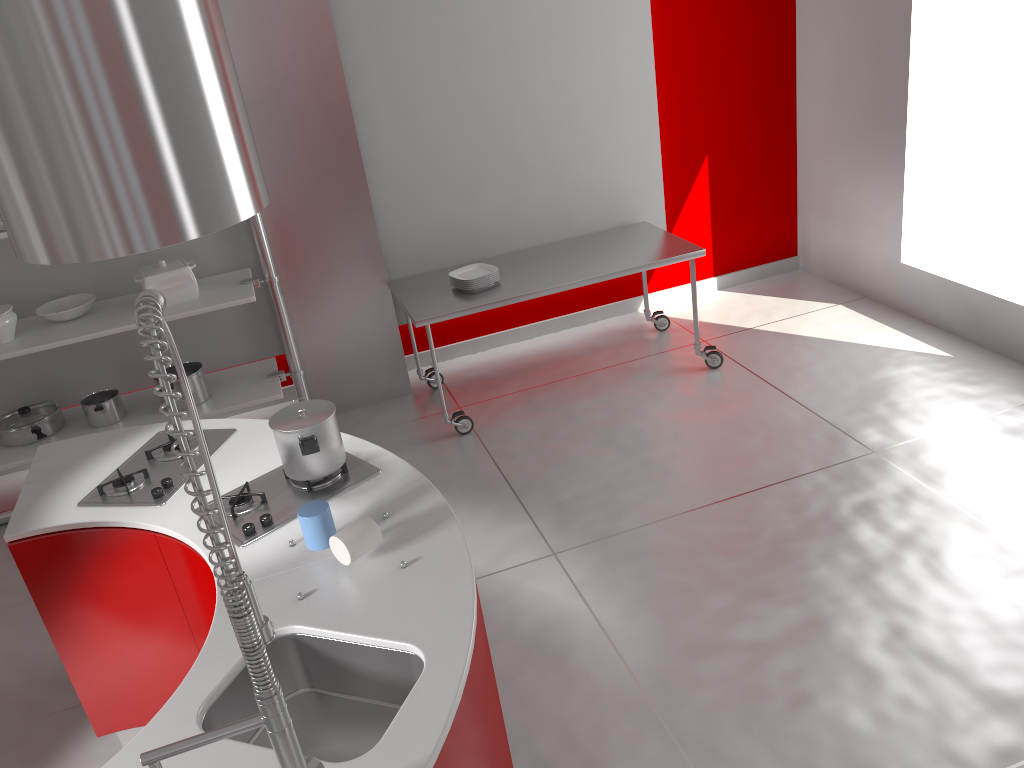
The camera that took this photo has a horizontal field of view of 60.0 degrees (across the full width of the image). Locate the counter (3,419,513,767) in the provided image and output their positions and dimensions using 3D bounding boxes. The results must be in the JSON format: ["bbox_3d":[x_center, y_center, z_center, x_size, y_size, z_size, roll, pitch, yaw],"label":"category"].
[{"bbox_3d":[-1.015,1.146,1.909,1.868,0.880,2.865,0,26,18],"label":"counter"}]

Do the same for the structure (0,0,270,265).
[{"bbox_3d":[-1.034,-0.847,2.154,0.644,0.958,0.644,12,32,38],"label":"structure"}]

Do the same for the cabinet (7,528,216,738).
[{"bbox_3d":[-1.286,1.171,1.873,1.025,0.761,1.875,5,29,28],"label":"cabinet"}]

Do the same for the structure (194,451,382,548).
[{"bbox_3d":[-0.637,0.289,2.512,0.457,0.037,0.303,-28,31,-35],"label":"structure"}]

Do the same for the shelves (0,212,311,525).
[{"bbox_3d":[-2.026,-0.656,4.037,1.735,2.599,0.535,-15,26,-13],"label":"shelves"}]

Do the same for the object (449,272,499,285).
[{"bbox_3d":[-0.194,-0.550,4.559,0.228,0.020,0.228,-24,29,-29],"label":"object"}]

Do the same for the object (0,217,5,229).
[{"bbox_3d":[-2.171,-0.703,3.826,0.244,0.042,0.244,-23,28,-27],"label":"object"}]

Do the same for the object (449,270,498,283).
[{"bbox_3d":[-0.196,-0.559,4.555,0.228,0.020,0.228,-24,29,-29],"label":"object"}]

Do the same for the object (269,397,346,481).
[{"bbox_3d":[-0.578,0.153,2.520,0.218,0.185,0.189,9,31,34],"label":"object"}]

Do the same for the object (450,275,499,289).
[{"bbox_3d":[-0.192,-0.532,4.568,0.228,0.020,0.228,-24,29,-29],"label":"object"}]

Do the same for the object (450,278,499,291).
[{"bbox_3d":[-0.190,-0.523,4.572,0.228,0.020,0.228,-24,29,-29],"label":"object"}]

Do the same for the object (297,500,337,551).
[{"bbox_3d":[-0.494,0.348,2.217,0.080,0.100,0.109,-29,32,-37],"label":"object"}]

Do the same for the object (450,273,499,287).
[{"bbox_3d":[-0.193,-0.541,4.563,0.228,0.020,0.228,-24,29,-29],"label":"object"}]

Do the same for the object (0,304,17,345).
[{"bbox_3d":[-2.344,-0.289,4.006,0.192,0.214,0.192,-21,28,-25],"label":"object"}]

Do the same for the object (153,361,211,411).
[{"bbox_3d":[-1.637,0.008,4.407,0.240,0.161,0.259,-23,29,-28],"label":"object"}]

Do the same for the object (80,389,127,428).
[{"bbox_3d":[-1.999,0.118,4.342,0.196,0.122,0.182,7,29,30],"label":"object"}]

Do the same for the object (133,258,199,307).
[{"bbox_3d":[-1.642,-0.495,4.228,0.282,0.197,0.235,-20,27,-22],"label":"object"}]

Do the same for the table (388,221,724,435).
[{"bbox_3d":[0.237,-0.329,4.848,1.627,0.682,0.749,-15,26,-12],"label":"table"}]

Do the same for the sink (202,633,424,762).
[{"bbox_3d":[-0.387,0.707,1.837,0.428,0.172,0.326,2,27,22],"label":"sink"}]

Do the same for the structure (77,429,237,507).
[{"bbox_3d":[-1.101,0.241,2.772,0.303,0.037,0.457,-2,26,14],"label":"structure"}]

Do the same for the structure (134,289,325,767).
[{"bbox_3d":[-0.454,0.322,1.334,0.178,0.920,0.308,4,28,26],"label":"structure"}]

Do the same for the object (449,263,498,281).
[{"bbox_3d":[-0.197,-0.568,4.550,0.228,0.020,0.228,-24,29,-29],"label":"object"}]

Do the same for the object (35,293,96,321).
[{"bbox_3d":[-2.116,-0.350,4.228,0.272,0.072,0.272,10,31,36],"label":"object"}]

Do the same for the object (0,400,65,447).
[{"bbox_3d":[-2.354,0.196,4.287,0.308,0.130,0.407,-12,25,-6],"label":"object"}]

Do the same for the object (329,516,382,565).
[{"bbox_3d":[-0.387,0.374,2.148,0.109,0.080,0.100,14,34,41],"label":"object"}]

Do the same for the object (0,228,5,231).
[{"bbox_3d":[-2.169,-0.691,3.832,0.280,0.015,0.280,-2,26,14],"label":"object"}]
